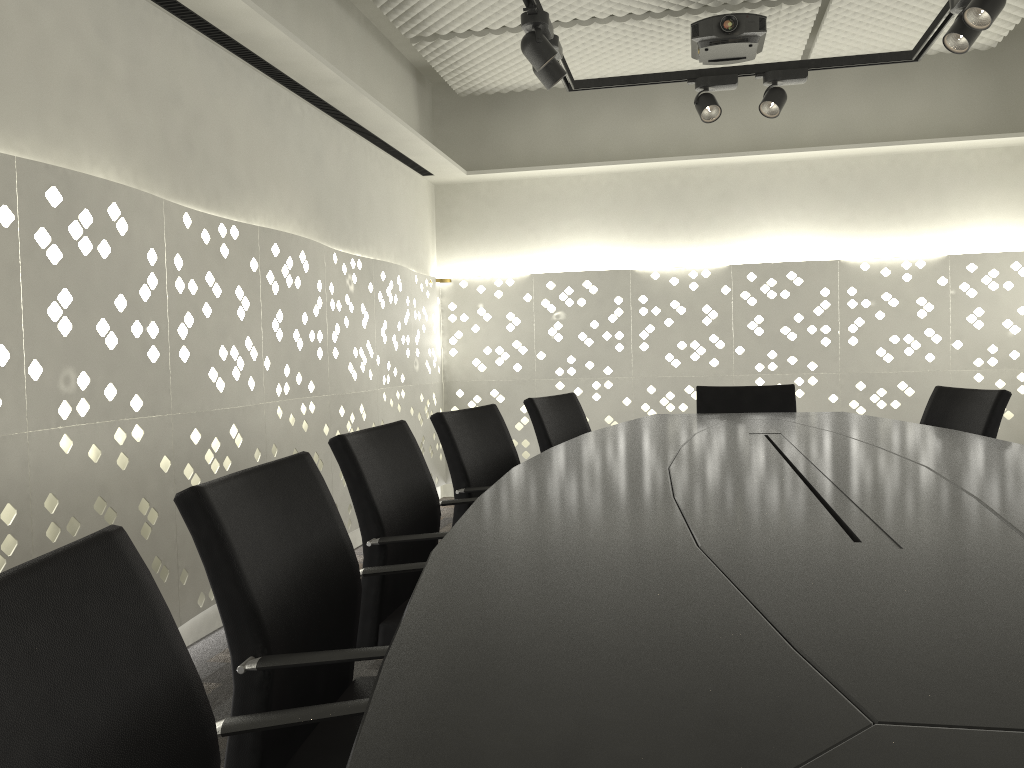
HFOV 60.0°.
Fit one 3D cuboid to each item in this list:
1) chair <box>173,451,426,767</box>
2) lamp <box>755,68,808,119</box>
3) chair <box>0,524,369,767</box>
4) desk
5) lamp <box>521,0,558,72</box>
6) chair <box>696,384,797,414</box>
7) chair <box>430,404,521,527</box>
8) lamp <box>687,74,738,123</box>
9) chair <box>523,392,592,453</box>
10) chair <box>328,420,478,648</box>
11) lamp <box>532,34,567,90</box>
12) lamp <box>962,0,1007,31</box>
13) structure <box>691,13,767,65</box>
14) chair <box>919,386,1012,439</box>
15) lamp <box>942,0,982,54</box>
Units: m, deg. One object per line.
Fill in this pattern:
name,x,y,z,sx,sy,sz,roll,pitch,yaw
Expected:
chair,-0.164,0.493,1.307,0.579,0.757,0.559,-1,2,11
lamp,1.133,-1.229,3.716,0.214,0.224,0.118,-2,2,0
chair,-0.162,0.513,0.692,0.579,0.757,0.559,-1,2,1
desk,0.607,0.505,1.891,1.223,0.658,3.364,-1,2,12
lamp,0.098,-1.180,3.040,0.126,0.224,0.213,-1,2,15
chair,0.987,0.389,3.629,0.559,0.757,0.579,-1,2,16
chair,0.069,0.446,2.612,0.579,0.757,0.559,-1,2,26
lamp,0.852,-1.223,3.764,0.213,0.224,0.126,-1,2,15
chair,0.348,0.416,3.294,0.579,0.757,0.559,0,2,31
chair,-0.104,0.470,1.998,0.579,0.757,0.559,-1,2,16
lamp,0.143,-1.188,3.258,0.126,0.224,0.213,-1,2,15
lamp,1.450,-1.205,2.712,0.126,0.224,0.213,-1,2,15
structure,0.985,-1.574,4.056,0.327,0.144,0.371,-1,2,12
chair,1.395,0.396,3.061,0.579,0.757,0.559,-1,2,1
lamp,1.495,-1.213,2.931,0.126,0.224,0.213,-1,2,15
